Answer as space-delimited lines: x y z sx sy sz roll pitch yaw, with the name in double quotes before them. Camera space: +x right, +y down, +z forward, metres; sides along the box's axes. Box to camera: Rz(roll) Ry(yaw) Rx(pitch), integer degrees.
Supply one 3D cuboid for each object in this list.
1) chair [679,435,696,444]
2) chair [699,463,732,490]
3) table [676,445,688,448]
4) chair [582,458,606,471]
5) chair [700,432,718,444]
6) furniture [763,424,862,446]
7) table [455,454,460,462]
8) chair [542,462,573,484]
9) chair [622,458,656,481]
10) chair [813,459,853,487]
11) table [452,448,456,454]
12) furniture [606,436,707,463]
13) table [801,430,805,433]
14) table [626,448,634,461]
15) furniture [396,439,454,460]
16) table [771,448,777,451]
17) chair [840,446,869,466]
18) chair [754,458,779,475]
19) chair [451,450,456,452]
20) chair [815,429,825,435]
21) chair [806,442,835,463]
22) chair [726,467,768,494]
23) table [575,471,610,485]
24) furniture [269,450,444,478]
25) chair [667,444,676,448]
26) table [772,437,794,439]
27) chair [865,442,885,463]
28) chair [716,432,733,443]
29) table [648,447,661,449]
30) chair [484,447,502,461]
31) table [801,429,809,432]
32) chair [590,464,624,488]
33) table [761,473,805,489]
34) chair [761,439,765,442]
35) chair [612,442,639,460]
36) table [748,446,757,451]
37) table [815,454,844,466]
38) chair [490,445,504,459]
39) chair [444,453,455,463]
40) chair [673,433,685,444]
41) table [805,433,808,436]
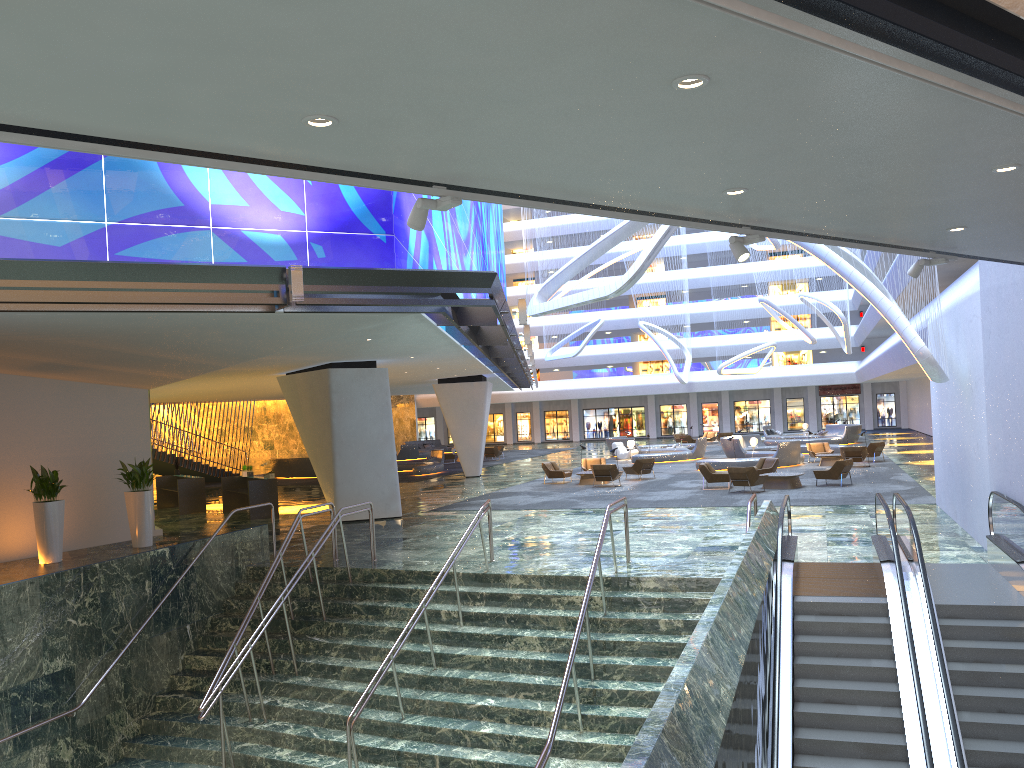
"chair" 10.516 3.405 52.727 0.938 0.766 0.930 -2 -1 -30
"chair" 6.173 2.777 26.768 0.939 0.766 0.929 -3 -1 21
"table" 9.046 3.465 46.780 0.673 0.406 0.671 -3 -1 -19
"chair" 3.034 3.135 32.703 0.929 0.766 0.939 -3 -1 3
"chair" 12.368 3.400 55.519 0.930 0.766 0.938 -4 -1 38
"furniture" 17.210 2.874 51.220 5.188 0.969 9.926 -3 -2 16
"table" -2.614 4.190 50.444 1.202 0.392 1.204 -2 -2 -16
"chair" 1.614 3.176 31.738 0.939 0.766 0.929 -4 -1 28
"chair" 4.547 3.015 31.453 0.929 0.766 0.940 -2 -1 -38
"chair" 9.375 2.579 25.795 0.939 0.766 0.929 -4 -2 44
"table" -3.736 4.558 59.891 0.673 0.406 0.671 -3 -1 6
"furniture" 7.158 3.185 44.818 5.187 0.969 9.928 -3 -2 11
"table" 18.161 3.151 55.041 0.417 0.595 0.428 -3 -1 -27
"table" 5.755 3.395 42.891 0.418 0.595 0.428 -3 -1 -7
"furniture" -6.291 4.345 58.921 5.190 0.969 9.921 -4 -2 36
"table" 12.077 3.059 39.192 1.203 0.392 1.203 -4 -2 20
"chair" 12.390 2.629 32.077 0.930 0.766 0.938 -3 -1 25
"chair" 7.837 2.725 27.810 0.938 0.766 0.930 -3 -1 -19
"chair" -3.892 4.546 60.712 0.587 0.501 0.490 -4 -1 36
"chair" 18.385 2.973 52.002 0.929 0.766 0.940 -2 -1 -38
"chair" 12.298 2.744 35.427 0.929 0.766 0.939 -3 -1 3
"chair" 6.638 2.698 25.115 0.938 0.766 0.930 -2 -2 -44
"table" 2.860 3.262 30.813 1.203 0.392 1.203 -4 -2 20
"furniture" -7.624 3.893 43.057 9.936 0.969 5.182 -4 -2 36
"chair" 8.001 3.488 47.267 1.783 0.501 0.586 -2 -1 -17
"table" 15.271 3.248 49.958 1.203 0.392 1.203 -4 -2 20
"chair" 13.812 2.624 34.176 0.929 0.766 0.940 -2 -1 -38
"chair" 12.886 3.311 53.624 0.929 0.766 0.939 -3 -1 -2
"table" 7.549 3.550 47.008 0.674 0.406 0.670 -4 -2 39
"chair" -1.126 3.899 49.419 0.930 0.766 0.938 -3 -1 17
"table" 18.606 3.176 56.228 0.418 0.595 0.428 -3 -1 -7
"chair" 3.126 3.020 29.353 0.930 0.766 0.938 -3 -1 25
"table" 7.915 2.842 25.996 1.204 0.392 1.202 -4 -2 37
"chair" 14.567 3.303 51.996 0.490 0.501 0.587 -2 -1 -36
"chair" 5.605 3.309 43.817 1.158 0.882 0.728 -4 -1 38
"table" 10.524 3.008 38.629 0.418 0.595 0.427 -3 -1 18
"table" 12.125 2.871 33.536 1.203 0.392 1.203 -4 -2 19
"chair" -0.972 3.956 51.377 0.938 0.766 0.930 -2 -1 -32
"chair" -3.659 4.029 49.381 0.938 0.766 0.930 -3 -1 -10
"chair" 10.652 3.490 55.548 0.929 0.766 0.939 -2 -1 -27
"table" 16.789 3.072 50.471 0.418 0.595 0.427 -3 -1 15
